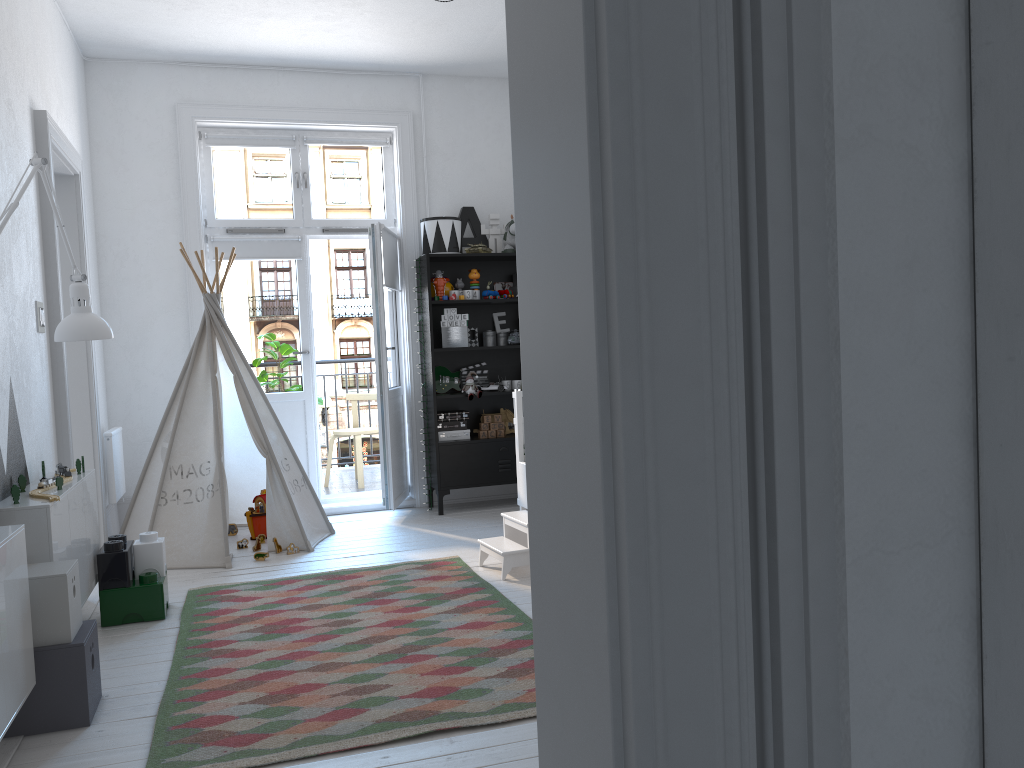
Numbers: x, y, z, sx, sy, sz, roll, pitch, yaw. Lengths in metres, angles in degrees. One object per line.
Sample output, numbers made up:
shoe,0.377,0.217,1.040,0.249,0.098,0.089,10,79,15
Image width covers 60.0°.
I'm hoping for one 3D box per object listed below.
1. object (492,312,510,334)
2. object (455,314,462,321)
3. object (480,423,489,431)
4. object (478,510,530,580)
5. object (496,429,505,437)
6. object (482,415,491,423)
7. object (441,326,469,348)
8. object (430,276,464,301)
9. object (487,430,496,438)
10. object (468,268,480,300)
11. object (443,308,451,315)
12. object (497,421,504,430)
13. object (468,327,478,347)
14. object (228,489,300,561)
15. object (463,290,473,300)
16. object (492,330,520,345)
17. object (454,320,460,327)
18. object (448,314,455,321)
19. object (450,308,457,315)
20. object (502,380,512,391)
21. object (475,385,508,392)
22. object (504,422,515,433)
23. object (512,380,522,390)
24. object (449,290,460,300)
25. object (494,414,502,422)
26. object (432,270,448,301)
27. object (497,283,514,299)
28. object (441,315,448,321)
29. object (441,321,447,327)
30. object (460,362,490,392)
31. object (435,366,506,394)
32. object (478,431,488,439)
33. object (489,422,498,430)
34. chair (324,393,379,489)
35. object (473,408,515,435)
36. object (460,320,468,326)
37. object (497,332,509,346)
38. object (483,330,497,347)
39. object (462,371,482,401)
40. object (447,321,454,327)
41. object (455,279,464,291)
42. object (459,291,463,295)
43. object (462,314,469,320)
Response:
object,-0.075,-0.421,6.111,0.107,0.151,0.055,-3,3,-17
object,-0.348,-0.433,5.773,0.040,0.040,0.040,-2,3,13
object,-0.185,0.284,5.902,0.050,0.050,0.050,-3,3,-17
object,0.024,0.762,4.236,0.288,0.246,0.332,-4,3,-22
object,-0.074,0.328,5.917,0.050,0.050,0.050,-2,3,13
object,-0.168,0.234,5.897,0.050,0.050,0.050,-3,3,-17
object,-0.373,-0.305,5.814,0.170,0.138,0.124,-3,3,-2
object,-0.451,-0.638,5.839,0.197,0.197,0.318,-4,3,-21
object,-0.137,0.332,5.897,0.050,0.050,0.050,-3,3,-12
object,-0.246,-0.657,5.853,0.077,0.213,0.077,-2,3,16
object,-0.423,-0.470,5.768,0.040,0.040,0.040,-3,3,-12
object,-0.082,0.277,5.941,0.050,0.050,0.050,-3,3,-17
object,-0.268,-0.318,6.045,0.070,0.135,0.028,-3,3,-18
object,-1.383,0.772,5.060,0.385,0.284,0.856,-4,3,-25
object,-0.288,-0.579,5.802,0.067,0.067,0.067,-3,3,-16
object,0.026,-0.314,5.980,0.367,0.106,0.349,-3,2,-16
object,-0.359,-0.392,5.774,0.040,0.040,0.040,-3,3,-2
object,-0.393,-0.431,5.771,0.040,0.040,0.040,-2,3,3
object,-0.381,-0.472,5.770,0.040,0.040,0.040,-3,3,-7
object,-0.035,0.010,5.977,0.067,0.067,0.067,-3,3,-3
object,-0.143,0.028,5.903,0.230,0.048,0.098,-2,2,8
object,0.022,0.275,6.179,0.347,0.120,0.034,-3,3,-17
object,0.035,0.008,5.950,0.067,0.067,0.067,-3,3,-3
object,-0.375,-0.575,5.790,0.067,0.067,0.067,-3,3,-16
object,-0.093,0.229,5.923,0.050,0.050,0.050,-2,3,3
object,-0.462,-0.639,5.761,0.105,0.203,0.072,-3,3,-10
object,-0.048,-0.626,5.960,0.122,0.112,0.087,0,4,43
object,-0.439,-0.429,5.769,0.040,0.040,0.040,-3,3,-7
object,-0.442,-0.389,5.771,0.040,0.040,0.040,-3,3,-2
object,-0.254,-0.046,6.022,0.200,0.199,0.048,-3,3,-17
object,-0.299,-0.013,6.037,0.542,0.239,0.093,-3,3,-17
object,-0.193,0.335,5.880,0.050,0.050,0.050,-3,3,-17
object,-0.125,0.281,5.900,0.050,0.050,0.050,-3,3,-17
chair,-1.223,0.438,7.085,0.436,0.716,0.498,-1,3,28
object,-0.098,0.258,6.047,0.337,0.186,0.111,-3,3,-2
object,-0.313,-0.395,5.776,0.040,0.040,0.040,-2,3,13
object,-0.034,-0.306,5.996,0.078,0.091,0.246,-4,3,-23
object,-0.153,-0.311,6.046,0.095,0.110,0.095,-3,3,-13
object,-0.258,0.013,5.744,0.110,0.186,0.129,-4,3,-30
object,-0.404,-0.391,5.780,0.040,0.040,0.040,-3,3,-12
object,-0.349,-0.629,5.950,0.063,0.160,0.063,-5,4,-39
object,-0.338,-0.579,5.848,0.067,0.067,0.067,-5,4,-43
object,-0.303,-0.435,5.775,0.040,0.040,0.040,-2,3,8
